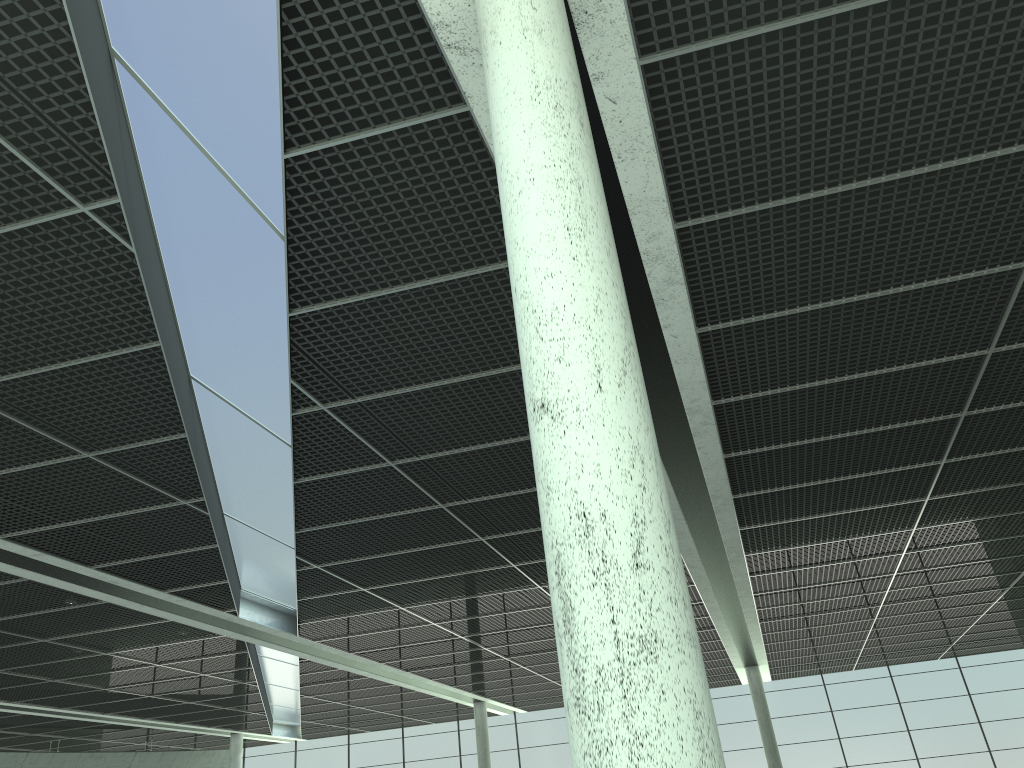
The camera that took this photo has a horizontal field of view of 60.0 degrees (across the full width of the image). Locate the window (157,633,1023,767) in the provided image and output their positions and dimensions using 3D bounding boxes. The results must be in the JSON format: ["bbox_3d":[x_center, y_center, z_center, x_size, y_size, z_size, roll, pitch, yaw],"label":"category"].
[{"bbox_3d":[-12.850,21.426,46.529,99.942,16.071,100.466,-13,-30,11],"label":"window"}]
